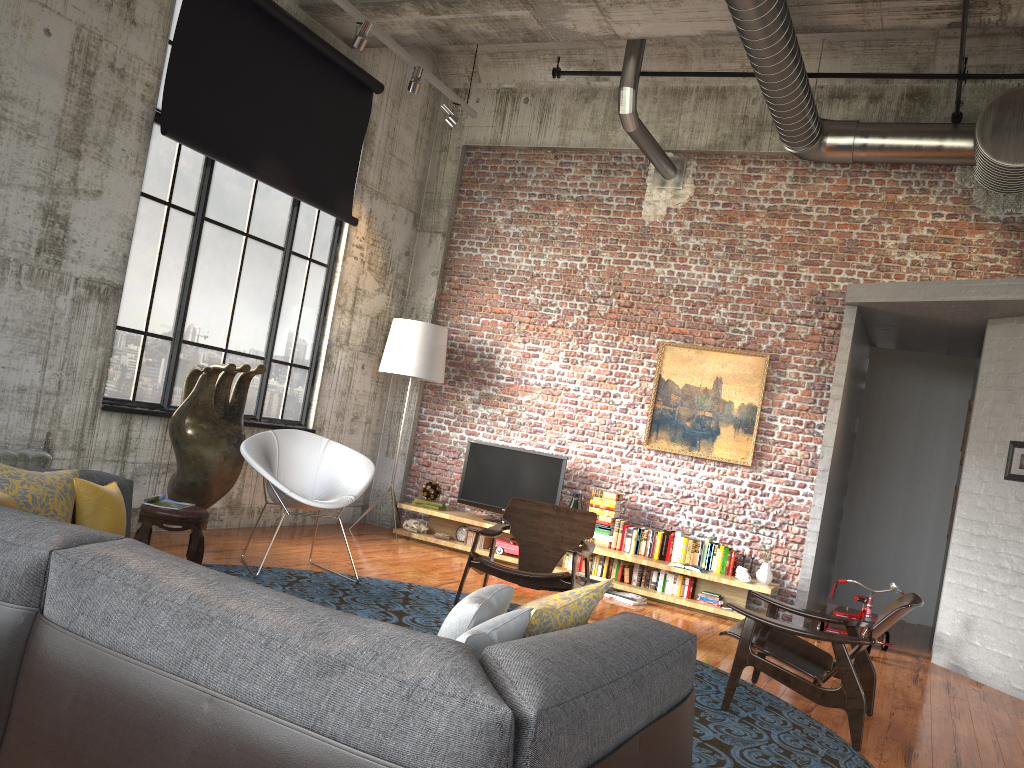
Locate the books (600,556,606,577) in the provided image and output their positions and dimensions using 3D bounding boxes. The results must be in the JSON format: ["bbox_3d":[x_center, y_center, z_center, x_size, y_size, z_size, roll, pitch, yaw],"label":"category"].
[{"bbox_3d":[0.902,1.744,8.501,0.030,0.219,0.159,10,-2,26],"label":"books"}]

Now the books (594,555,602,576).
[{"bbox_3d":[0.838,1.746,8.509,0.023,0.193,0.140,10,-2,26],"label":"books"}]

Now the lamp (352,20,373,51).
[{"bbox_3d":[-1.192,-2.738,7.000,0.102,0.251,0.164,11,-2,-39],"label":"lamp"}]

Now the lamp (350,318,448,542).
[{"bbox_3d":[-1.147,0.477,9.269,0.696,2.242,0.705,11,-1,-42],"label":"lamp"}]

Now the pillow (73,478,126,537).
[{"bbox_3d":[-1.671,0.545,3.618,0.168,0.318,0.435,10,-2,0],"label":"pillow"}]

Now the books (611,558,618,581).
[{"bbox_3d":[0.996,1.763,8.432,0.039,0.208,0.152,10,-2,26],"label":"books"}]

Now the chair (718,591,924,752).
[{"bbox_3d":[1.744,1.517,5.115,1.041,0.793,0.877,9,-2,27],"label":"chair"}]

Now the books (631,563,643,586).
[{"bbox_3d":[1.187,1.788,8.369,0.049,0.214,0.149,9,-2,26],"label":"books"}]

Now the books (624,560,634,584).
[{"bbox_3d":[1.108,1.758,8.386,0.088,0.256,0.153,9,-2,26],"label":"books"}]

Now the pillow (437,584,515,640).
[{"bbox_3d":[-0.126,0.729,2.544,0.170,0.314,0.365,10,-2,16],"label":"pillow"}]

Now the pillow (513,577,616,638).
[{"bbox_3d":[0.073,0.787,2.688,0.259,0.446,0.538,9,-2,33],"label":"pillow"}]

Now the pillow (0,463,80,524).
[{"bbox_3d":[-1.833,0.483,3.335,0.259,0.446,0.538,9,-2,33],"label":"pillow"}]

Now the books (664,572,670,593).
[{"bbox_3d":[1.460,1.847,8.242,0.034,0.181,0.132,10,-2,26],"label":"books"}]

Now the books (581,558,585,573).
[{"bbox_3d":[0.727,1.722,8.565,0.039,0.208,0.152,10,-2,26],"label":"books"}]

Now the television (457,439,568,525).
[{"bbox_3d":[-0.010,1.042,9.071,1.088,0.792,0.286,10,-1,12],"label":"television"}]

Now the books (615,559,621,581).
[{"bbox_3d":[1.030,1.763,8.422,0.030,0.219,0.159,10,-2,26],"label":"books"}]

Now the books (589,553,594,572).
[{"bbox_3d":[0.768,1.726,8.548,0.049,0.213,0.149,9,-2,26],"label":"books"}]

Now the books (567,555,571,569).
[{"bbox_3d":[0.583,1.708,8.633,0.023,0.193,0.140,10,-2,26],"label":"books"}]

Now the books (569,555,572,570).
[{"bbox_3d":[0.628,1.688,8.624,0.057,0.246,0.172,9,-2,26],"label":"books"}]

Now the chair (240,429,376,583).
[{"bbox_3d":[-1.557,0.886,6.615,1.060,1.030,0.805,11,-2,-25],"label":"chair"}]

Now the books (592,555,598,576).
[{"bbox_3d":[0.817,1.743,8.517,0.023,0.193,0.140,10,-2,26],"label":"books"}]

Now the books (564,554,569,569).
[{"bbox_3d":[0.563,1.692,8.640,0.022,0.217,0.139,10,-2,26],"label":"books"}]

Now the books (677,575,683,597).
[{"bbox_3d":[1.565,1.857,8.171,0.026,0.191,0.138,10,-2,26],"label":"books"}]

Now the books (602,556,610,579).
[{"bbox_3d":[0.920,1.746,8.471,0.030,0.219,0.159,10,-2,26],"label":"books"}]

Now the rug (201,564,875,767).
[{"bbox_3d":[-0.600,1.478,4.511,4.854,0.009,4.842,11,-3,-18],"label":"rug"}]

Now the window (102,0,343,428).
[{"bbox_3d":[-2.323,-1.351,7.806,0.050,3.433,2.586,10,-2,26],"label":"window"}]

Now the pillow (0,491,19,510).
[{"bbox_3d":[-1.828,0.490,3.075,0.404,0.371,0.229,9,-2,35],"label":"pillow"}]

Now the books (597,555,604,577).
[{"bbox_3d":[0.867,1.748,8.504,0.032,0.200,0.146,10,-2,26],"label":"books"}]

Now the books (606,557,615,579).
[{"bbox_3d":[0.965,1.751,8.470,0.052,0.225,0.157,9,-2,26],"label":"books"}]

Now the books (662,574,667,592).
[{"bbox_3d":[1.429,1.848,8.241,0.020,0.168,0.122,10,-2,26],"label":"books"}]

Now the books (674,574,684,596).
[{"bbox_3d":[1.544,1.854,8.185,0.026,0.191,0.138,10,-2,26],"label":"books"}]

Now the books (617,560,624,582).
[{"bbox_3d":[1.053,1.766,8.401,0.030,0.219,0.159,10,-2,26],"label":"books"}]

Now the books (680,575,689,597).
[{"bbox_3d":[1.588,1.861,8.163,0.026,0.191,0.138,10,-2,26],"label":"books"}]

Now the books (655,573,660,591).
[{"bbox_3d":[1.375,1.840,8.266,0.020,0.168,0.122,10,-2,26],"label":"books"}]

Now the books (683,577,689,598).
[{"bbox_3d":[1.616,1.870,8.156,0.034,0.181,0.132,10,-2,26],"label":"books"}]

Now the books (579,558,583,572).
[{"bbox_3d":[0.700,1.726,8.582,0.023,0.193,0.140,10,-2,26],"label":"books"}]

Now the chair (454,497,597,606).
[{"bbox_3d":[0.156,1.312,6.644,0.874,0.793,1.045,9,-2,16],"label":"chair"}]

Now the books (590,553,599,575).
[{"bbox_3d":[0.802,1.729,8.534,0.022,0.217,0.139,10,-2,26],"label":"books"}]

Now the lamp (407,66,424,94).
[{"bbox_3d":[-0.847,-2.640,7.747,0.102,0.251,0.165,10,-2,-19],"label":"lamp"}]

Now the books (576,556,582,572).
[{"bbox_3d":[0.674,1.692,8.598,0.046,0.252,0.153,10,-1,26],"label":"books"}]

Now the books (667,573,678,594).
[{"bbox_3d":[1.487,1.848,8.210,0.043,0.185,0.129,9,-2,26],"label":"books"}]

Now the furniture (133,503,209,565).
[{"bbox_3d":[-2.197,1.010,5.688,0.432,0.477,0.431,11,-2,-19],"label":"furniture"}]

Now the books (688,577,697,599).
[{"bbox_3d":[1.656,1.871,8.127,0.026,0.191,0.138,10,-2,26],"label":"books"}]

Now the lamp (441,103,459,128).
[{"bbox_3d":[-0.578,-2.553,8.444,0.226,0.215,0.102,11,-1,-23],"label":"lamp"}]

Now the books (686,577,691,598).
[{"bbox_3d":[1.637,1.869,8.139,0.019,0.189,0.121,10,-2,26],"label":"books"}]

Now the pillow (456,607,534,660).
[{"bbox_3d":[-0.096,0.746,2.347,0.168,0.318,0.436,9,-2,25],"label":"pillow"}]
